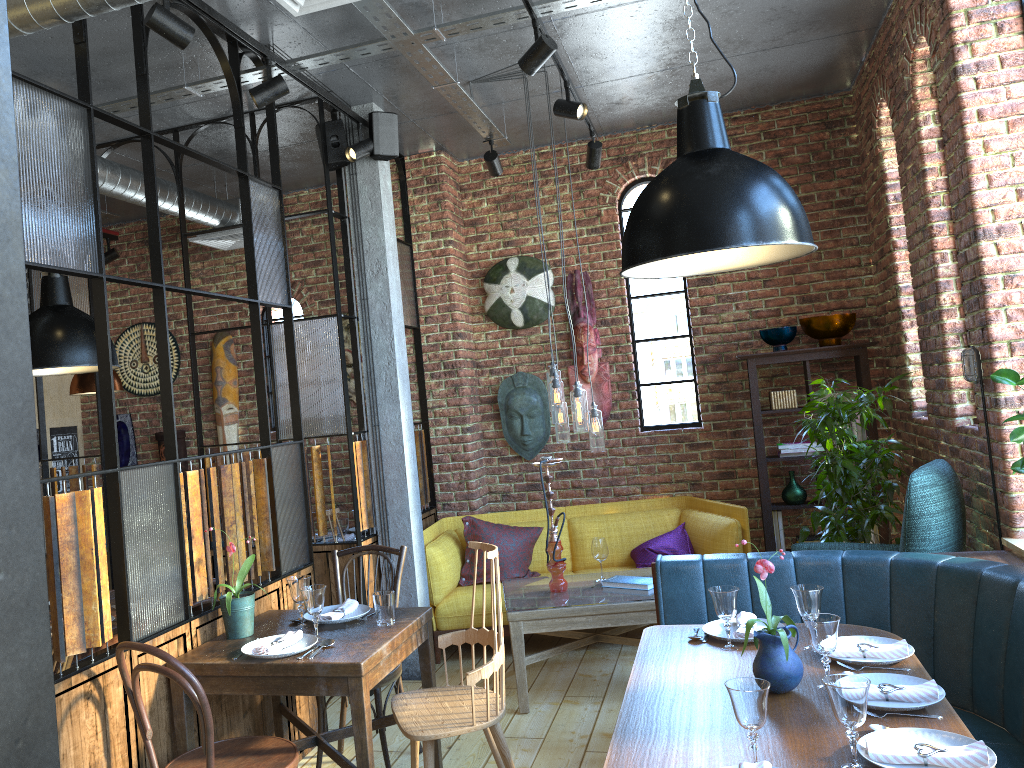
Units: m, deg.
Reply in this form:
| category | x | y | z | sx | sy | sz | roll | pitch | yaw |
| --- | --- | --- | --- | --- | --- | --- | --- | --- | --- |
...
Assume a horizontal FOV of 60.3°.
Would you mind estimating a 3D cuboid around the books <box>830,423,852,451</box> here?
| category | x | y | z | sx | sy | sz | roll | pitch | yaw |
| --- | --- | --- | --- | --- | --- | --- | --- | --- | --- |
| books | 2.049 | 0.300 | 5.517 | 0.127 | 0.258 | 0.158 | -6 | -2 | 15 |

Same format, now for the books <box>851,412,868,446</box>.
| category | x | y | z | sx | sy | sz | roll | pitch | yaw |
| --- | --- | --- | --- | --- | --- | --- | --- | --- | --- |
| books | 2.147 | 0.290 | 5.477 | 0.081 | 0.258 | 0.173 | -6 | -2 | 14 |

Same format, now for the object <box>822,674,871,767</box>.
| category | x | y | z | sx | sy | sz | roll | pitch | yaw |
| --- | --- | --- | --- | --- | --- | --- | --- | --- | --- |
| object | 0.744 | 0.748 | 1.934 | 0.103 | 0.192 | 0.094 | -8 | -3 | 45 |

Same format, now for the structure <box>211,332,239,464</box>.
| category | x | y | z | sx | sy | sz | roll | pitch | yaw |
| --- | --- | --- | --- | --- | --- | --- | --- | --- | --- |
| structure | -2.301 | 0.132 | 7.047 | 0.238 | 1.122 | 0.091 | -6 | -3 | 17 |

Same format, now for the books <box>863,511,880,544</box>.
| category | x | y | z | sx | sy | sz | roll | pitch | yaw |
| --- | --- | --- | --- | --- | --- | --- | --- | --- | --- |
| books | 2.204 | 0.883 | 5.449 | 0.086 | 0.273 | 0.184 | -6 | -2 | 14 |

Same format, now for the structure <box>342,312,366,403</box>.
| category | x | y | z | sx | sy | sz | roll | pitch | yaw |
| --- | --- | --- | --- | --- | --- | --- | --- | --- | --- |
| structure | -1.164 | -0.200 | 6.690 | 0.604 | 0.728 | 0.123 | -6 | -3 | 17 |

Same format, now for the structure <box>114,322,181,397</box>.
| category | x | y | z | sx | sy | sz | roll | pitch | yaw |
| --- | --- | --- | --- | --- | --- | --- | --- | --- | --- |
| structure | -3.042 | -0.204 | 7.306 | 0.678 | 0.620 | 0.077 | -6 | -3 | 15 |

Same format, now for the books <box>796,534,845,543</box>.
| category | x | y | z | sx | sy | sz | roll | pitch | yaw |
| --- | --- | --- | --- | --- | --- | --- | --- | --- | --- |
| books | 1.942 | 1.000 | 5.500 | 0.311 | 0.088 | 0.237 | -6 | -1 | 18 |

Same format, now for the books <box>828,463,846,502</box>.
| category | x | y | z | sx | sy | sz | roll | pitch | yaw |
| --- | --- | --- | --- | --- | --- | --- | --- | --- | --- |
| books | 2.033 | 0.597 | 5.505 | 0.087 | 0.273 | 0.168 | -6 | -2 | 14 |

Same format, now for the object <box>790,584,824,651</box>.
| category | x | y | z | sx | sy | sz | roll | pitch | yaw |
| --- | --- | --- | --- | --- | --- | --- | --- | --- | --- |
| object | 0.945 | 0.741 | 2.791 | 0.103 | 0.192 | 0.094 | -8 | -3 | 45 |

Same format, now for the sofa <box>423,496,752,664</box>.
| category | x | y | z | sx | sy | sz | roll | pitch | yaw |
| --- | --- | --- | --- | --- | --- | --- | --- | --- | --- |
| sofa | 0.418 | 1.210 | 5.618 | 1.999 | 0.764 | 0.787 | -5 | -2 | 1 |

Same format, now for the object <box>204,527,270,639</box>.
| category | x | y | z | sx | sy | sz | roll | pitch | yaw |
| --- | --- | --- | --- | --- | --- | --- | --- | --- | --- |
| object | -1.058 | 0.757 | 3.414 | 0.199 | 0.427 | 0.145 | -3 | -3 | -41 |

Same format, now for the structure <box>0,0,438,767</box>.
| category | x | y | z | sx | sy | sz | roll | pitch | yaw |
| --- | --- | --- | --- | --- | --- | --- | --- | --- | --- |
| structure | -3.432 | 0.257 | 3.390 | 6.037 | 3.331 | 5.839 | -5 | -1 | -1 |

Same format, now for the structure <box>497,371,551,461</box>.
| category | x | y | z | sx | sy | sz | roll | pitch | yaw |
| --- | --- | --- | --- | --- | --- | --- | --- | --- | --- |
| structure | 0.087 | 0.229 | 6.276 | 0.377 | 0.640 | 0.101 | -6 | -3 | 18 |

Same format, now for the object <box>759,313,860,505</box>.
| category | x | y | z | sx | sy | sz | roll | pitch | yaw |
| --- | --- | --- | --- | --- | --- | --- | --- | --- | --- |
| object | 1.924 | 0.465 | 5.520 | 0.620 | 1.764 | 0.320 | -6 | -3 | 11 |

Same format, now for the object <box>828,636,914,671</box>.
| category | x | y | z | sx | sy | sz | roll | pitch | yaw |
| --- | --- | --- | --- | --- | --- | --- | --- | --- | --- |
| object | 1.071 | 0.799 | 2.687 | 0.277 | 0.051 | 0.315 | -6 | -1 | 18 |

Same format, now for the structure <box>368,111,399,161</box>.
| category | x | y | z | sx | sy | sz | roll | pitch | yaw |
| --- | --- | --- | --- | --- | --- | --- | --- | --- | --- |
| structure | -0.746 | -1.410 | 5.021 | 0.158 | 0.268 | 0.192 | -4 | -3 | -34 |

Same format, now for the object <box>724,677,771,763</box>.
| category | x | y | z | sx | sy | sz | roll | pitch | yaw |
| --- | --- | --- | --- | --- | --- | --- | --- | --- | --- |
| object | 0.537 | 0.768 | 1.971 | 0.103 | 0.192 | 0.094 | -8 | -3 | 45 |

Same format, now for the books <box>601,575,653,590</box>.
| category | x | y | z | sx | sy | sz | roll | pitch | yaw |
| --- | --- | --- | --- | --- | --- | --- | --- | --- | --- |
| books | 0.625 | 1.035 | 4.593 | 0.285 | 0.028 | 0.153 | -6 | -1 | 39 |

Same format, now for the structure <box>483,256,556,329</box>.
| category | x | y | z | sx | sy | sz | roll | pitch | yaw |
| --- | --- | --- | --- | --- | --- | --- | --- | --- | --- |
| structure | 0.045 | -0.654 | 6.308 | 0.545 | 0.522 | 0.143 | -6 | -3 | 17 |

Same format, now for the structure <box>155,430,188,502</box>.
| category | x | y | z | sx | sy | sz | roll | pitch | yaw |
| --- | --- | --- | --- | --- | --- | --- | --- | --- | --- |
| structure | -2.759 | 0.710 | 7.175 | 0.267 | 0.656 | 0.156 | -6 | -3 | 16 |

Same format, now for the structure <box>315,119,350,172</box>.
| category | x | y | z | sx | sy | sz | roll | pitch | yaw |
| --- | --- | --- | --- | --- | --- | --- | --- | --- | --- |
| structure | -1.040 | -1.381 | 5.116 | 0.181 | 0.268 | 0.168 | -5 | -2 | -12 |

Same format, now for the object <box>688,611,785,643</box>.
| category | x | y | z | sx | sy | sz | roll | pitch | yaw |
| --- | --- | --- | --- | --- | --- | --- | --- | --- | --- |
| object | 0.772 | 0.832 | 3.014 | 0.334 | 0.051 | 0.261 | -6 | -1 | 19 |

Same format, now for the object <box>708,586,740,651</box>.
| category | x | y | z | sx | sy | sz | roll | pitch | yaw |
| --- | --- | --- | --- | --- | --- | --- | --- | --- | --- |
| object | 0.701 | 0.765 | 2.878 | 0.103 | 0.192 | 0.094 | -8 | -3 | 45 |

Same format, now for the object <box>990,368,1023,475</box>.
| category | x | y | z | sx | sy | sz | roll | pitch | yaw |
| --- | --- | --- | --- | --- | --- | --- | --- | --- | --- |
| object | 1.850 | 0.261 | 2.899 | 0.403 | 0.664 | 0.489 | -7 | -3 | 39 |

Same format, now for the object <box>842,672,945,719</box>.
| category | x | y | z | sx | sy | sz | roll | pitch | yaw |
| --- | --- | --- | --- | --- | --- | --- | --- | --- | --- |
| object | 0.990 | 0.801 | 2.335 | 0.277 | 0.051 | 0.315 | -6 | -1 | 18 |

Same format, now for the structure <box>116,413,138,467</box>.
| category | x | y | z | sx | sy | sz | roll | pitch | yaw |
| --- | --- | --- | --- | --- | --- | --- | --- | --- | --- |
| structure | -3.300 | 0.536 | 7.364 | 0.332 | 0.560 | 0.111 | -6 | -3 | 17 |

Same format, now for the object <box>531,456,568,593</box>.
| category | x | y | z | sx | sy | sz | roll | pitch | yaw |
| --- | --- | --- | --- | --- | --- | --- | --- | --- | --- |
| object | 0.209 | 0.735 | 4.595 | 0.171 | 0.705 | 0.257 | -6 | -3 | 6 |

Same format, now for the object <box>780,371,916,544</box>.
| category | x | y | z | sx | sy | sz | roll | pitch | yaw |
| --- | --- | --- | --- | --- | --- | --- | --- | --- | --- |
| object | 1.817 | 0.682 | 4.686 | 0.720 | 1.531 | 0.864 | -5 | -2 | -6 |

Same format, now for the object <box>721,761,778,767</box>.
| category | x | y | z | sx | sy | sz | roll | pitch | yaw |
| --- | --- | --- | --- | --- | --- | --- | --- | --- | --- |
| object | 0.521 | 0.838 | 1.809 | 0.334 | 0.051 | 0.261 | -6 | -1 | 19 |

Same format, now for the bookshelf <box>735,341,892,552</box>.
| category | x | y | z | sx | sy | sz | roll | pitch | yaw |
| --- | --- | --- | --- | --- | --- | --- | --- | --- | --- |
| bookshelf | 1.925 | 0.611 | 5.531 | 0.838 | 1.670 | 0.308 | -6 | -3 | 17 |

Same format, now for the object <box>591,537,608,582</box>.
| category | x | y | z | sx | sy | sz | roll | pitch | yaw |
| --- | --- | --- | --- | --- | --- | --- | --- | --- | --- |
| object | 0.481 | 0.950 | 4.779 | 0.087 | 0.229 | 0.095 | -4 | -3 | -37 |

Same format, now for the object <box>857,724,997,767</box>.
| category | x | y | z | sx | sy | sz | roll | pitch | yaw |
| --- | --- | --- | --- | --- | --- | --- | --- | --- | --- |
| object | 0.910 | 0.803 | 1.950 | 0.277 | 0.051 | 0.315 | -6 | -1 | 18 |

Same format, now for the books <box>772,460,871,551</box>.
| category | x | y | z | sx | sy | sz | roll | pitch | yaw |
| --- | --- | --- | --- | --- | --- | --- | --- | --- | --- |
| books | 1.937 | 0.758 | 5.531 | 0.601 | 0.576 | 0.185 | -6 | -3 | 16 |

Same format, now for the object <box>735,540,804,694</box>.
| category | x | y | z | sx | sy | sz | roll | pitch | yaw |
| --- | --- | --- | --- | --- | --- | --- | --- | --- | --- |
| object | 0.727 | 0.638 | 2.469 | 0.142 | 0.432 | 0.208 | -7 | -3 | 34 |

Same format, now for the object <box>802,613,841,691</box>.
| category | x | y | z | sx | sy | sz | roll | pitch | yaw |
| --- | --- | --- | --- | --- | --- | --- | --- | --- | --- |
| object | 0.867 | 0.743 | 2.440 | 0.103 | 0.192 | 0.094 | -8 | -3 | 45 |

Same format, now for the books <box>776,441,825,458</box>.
| category | x | y | z | sx | sy | sz | roll | pitch | yaw |
| --- | --- | --- | --- | --- | --- | --- | --- | --- | --- |
| books | 1.822 | 0.411 | 5.568 | 0.276 | 0.080 | 0.174 | -6 | -1 | 16 |

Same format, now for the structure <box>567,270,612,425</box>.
| category | x | y | z | sx | sy | sz | roll | pitch | yaw |
| --- | --- | --- | --- | --- | --- | --- | --- | --- | --- |
| structure | 0.526 | -0.227 | 6.200 | 0.218 | 1.148 | 0.235 | -4 | -3 | -29 |
